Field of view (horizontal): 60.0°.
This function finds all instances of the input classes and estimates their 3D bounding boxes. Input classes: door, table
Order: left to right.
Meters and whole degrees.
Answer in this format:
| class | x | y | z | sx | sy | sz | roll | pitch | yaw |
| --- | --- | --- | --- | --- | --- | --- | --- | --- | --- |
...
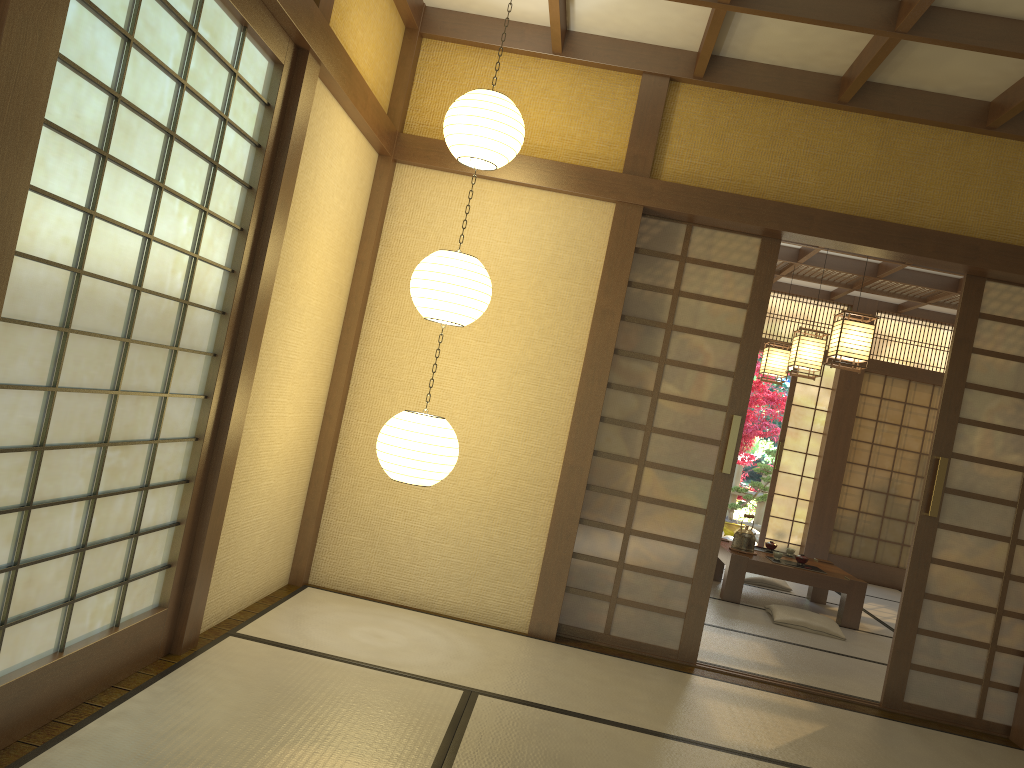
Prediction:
| class | x | y | z | sx | sy | sz | roll | pitch | yaw |
| --- | --- | --- | --- | --- | --- | --- | --- | --- | --- |
| door | -1.142 | -0.186 | 1.765 | 0.140 | 2.230 | 2.890 | 12 | -1 | 5 |
| door | 0.569 | 0.203 | 4.595 | 1.230 | 2.265 | 0.076 | 12 | -1 | 5 |
| table | 2.118 | 1.547 | 7.022 | 1.000 | 0.350 | 1.000 | 12 | -1 | 5 |
| door | 3.818 | 1.013 | 9.662 | 1.894 | 2.380 | 0.073 | 12 | -1 | 5 |
| door | 2.682 | 0.637 | 4.414 | 1.230 | 2.265 | 0.076 | 12 | -1 | 5 |

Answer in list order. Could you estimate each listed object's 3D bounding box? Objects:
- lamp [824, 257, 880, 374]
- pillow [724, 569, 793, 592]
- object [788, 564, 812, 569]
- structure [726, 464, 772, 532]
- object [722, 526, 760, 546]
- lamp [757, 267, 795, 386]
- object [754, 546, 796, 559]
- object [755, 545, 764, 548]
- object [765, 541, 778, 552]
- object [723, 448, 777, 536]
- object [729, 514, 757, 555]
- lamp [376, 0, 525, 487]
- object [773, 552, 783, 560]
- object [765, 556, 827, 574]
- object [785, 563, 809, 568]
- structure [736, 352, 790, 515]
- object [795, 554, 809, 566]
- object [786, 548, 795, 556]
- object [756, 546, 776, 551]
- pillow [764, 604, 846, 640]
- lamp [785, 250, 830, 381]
| class | x | y | z | sx | sy | sz | roll | pitch | yaw |
| --- | --- | --- | --- | --- | --- | --- | --- | --- | --- |
| lamp | 2.354 | -0.641 | 5.972 | 0.240 | 1.129 | 0.240 | 12 | -1 | 5 |
| pillow | 2.180 | 1.719 | 7.873 | 0.496 | 0.107 | 0.486 | 12 | -1 | -2 |
| object | 2.145 | 1.365 | 6.646 | 0.200 | 0.008 | 0.008 | 12 | -1 | 3 |
| structure | 3.100 | 1.670 | 12.309 | 7.456 | 1.136 | 0.245 | 12 | -1 | 5 |
| object | 2.970 | 1.978 | 11.659 | 1.260 | 0.276 | 1.147 | 12 | -1 | 1 |
| lamp | 2.536 | -0.555 | 8.294 | 0.240 | 1.129 | 0.240 | 12 | -1 | 5 |
| object | 2.173 | 1.392 | 7.330 | 0.400 | 0.007 | 0.300 | 12 | -1 | 5 |
| object | 2.144 | 1.381 | 7.446 | 0.200 | 0.008 | 0.008 | 12 | -1 | 5 |
| object | 2.133 | 1.336 | 7.306 | 0.100 | 0.080 | 0.100 | 12 | -1 | 5 |
| object | 3.137 | 1.450 | 11.678 | 1.032 | 1.362 | 0.586 | 11 | -1 | 31 |
| object | 1.835 | 1.167 | 6.944 | 0.219 | 0.296 | 0.226 | 12 | -1 | 0 |
| lamp | -0.210 | -0.694 | 3.902 | 0.363 | 2.297 | 0.363 | 12 | -1 | 5 |
| object | 2.048 | 1.326 | 6.835 | 0.073 | 0.052 | 0.074 | 13 | -2 | -42 |
| object | 2.162 | 1.378 | 6.761 | 0.400 | 0.007 | 0.300 | 12 | -1 | 5 |
| object | 2.148 | 1.366 | 6.659 | 0.200 | 0.008 | 0.008 | 12 | -1 | -2 |
| structure | 2.671 | 0.179 | 13.231 | 3.412 | 4.004 | 3.045 | 11 | -1 | 37 |
| object | 2.212 | 1.341 | 6.771 | 0.100 | 0.080 | 0.100 | 12 | -1 | 5 |
| object | 2.298 | 1.388 | 7.322 | 0.073 | 0.052 | 0.074 | 13 | -2 | -42 |
| object | 2.142 | 1.380 | 7.428 | 0.200 | 0.008 | 0.008 | 12 | -1 | 1 |
| pillow | 2.053 | 1.659 | 6.240 | 0.486 | 0.107 | 0.496 | 12 | -1 | 9 |
| lamp | 2.445 | -0.598 | 7.133 | 0.240 | 1.129 | 0.240 | 12 | -1 | 5 |
